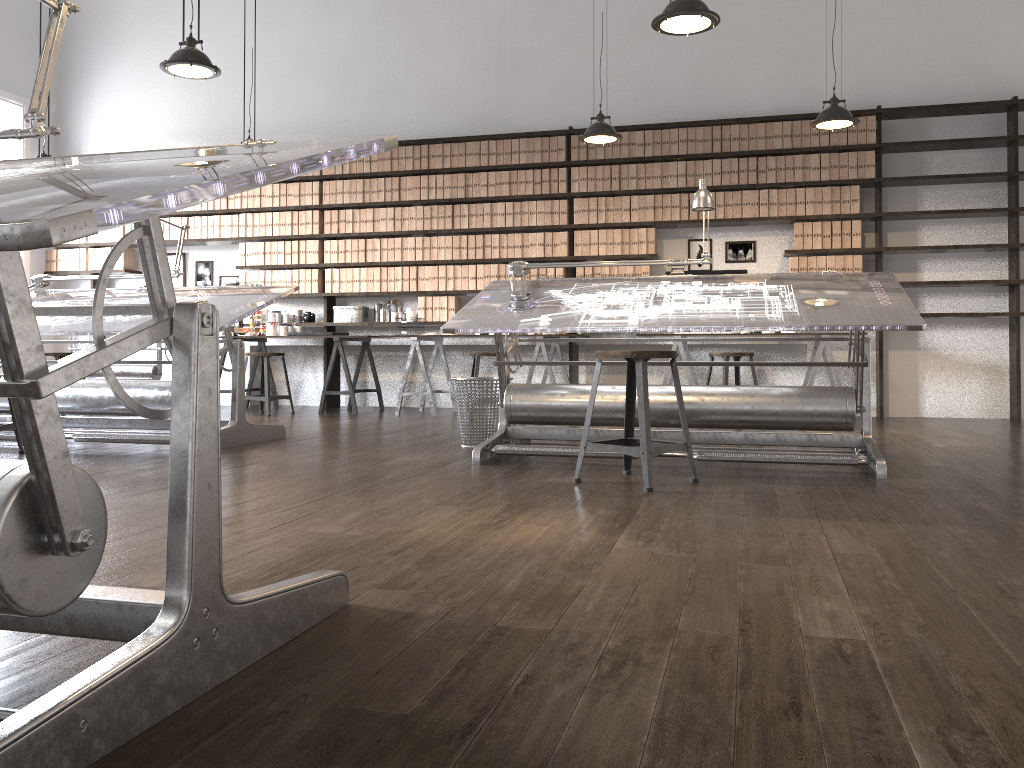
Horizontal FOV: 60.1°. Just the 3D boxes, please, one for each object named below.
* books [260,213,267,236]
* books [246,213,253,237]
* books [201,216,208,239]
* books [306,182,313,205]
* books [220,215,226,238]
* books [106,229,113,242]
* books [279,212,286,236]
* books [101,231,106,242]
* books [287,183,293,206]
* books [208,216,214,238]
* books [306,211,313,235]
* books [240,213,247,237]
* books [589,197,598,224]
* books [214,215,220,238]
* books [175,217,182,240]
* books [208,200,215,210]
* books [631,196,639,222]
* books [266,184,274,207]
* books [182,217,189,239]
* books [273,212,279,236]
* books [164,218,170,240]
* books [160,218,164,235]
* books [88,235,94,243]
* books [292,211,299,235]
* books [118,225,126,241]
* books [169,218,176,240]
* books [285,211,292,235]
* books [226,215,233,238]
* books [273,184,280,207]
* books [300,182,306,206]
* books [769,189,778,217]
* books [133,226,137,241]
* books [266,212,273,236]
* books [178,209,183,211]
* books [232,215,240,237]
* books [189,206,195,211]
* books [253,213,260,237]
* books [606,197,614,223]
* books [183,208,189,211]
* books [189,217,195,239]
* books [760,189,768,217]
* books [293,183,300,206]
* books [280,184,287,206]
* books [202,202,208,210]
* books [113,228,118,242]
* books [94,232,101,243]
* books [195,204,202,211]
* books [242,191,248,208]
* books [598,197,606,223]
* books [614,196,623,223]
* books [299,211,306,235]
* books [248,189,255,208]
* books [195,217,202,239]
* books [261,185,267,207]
[{"bbox_3d":[-2.335,-1.510,8.460,0.067,0.226,0.174,0,0,15],"label":"books"},{"bbox_3d":[-2.470,-1.511,8.494,0.067,0.226,0.174,0,0,15],"label":"books"},{"bbox_3d":[-2.944,-1.509,8.624,0.067,0.226,0.174,0,0,15],"label":"books"},{"bbox_3d":[-1.869,-1.774,8.337,0.067,0.226,0.174,0,0,15],"label":"books"},{"bbox_3d":[-2.746,-1.507,8.570,0.067,0.226,0.174,0,0,15],"label":"books"},{"bbox_3d":[-3.991,-1.526,8.905,0.067,0.226,0.174,0,0,15],"label":"books"},{"bbox_3d":[-2.136,-1.508,8.406,0.067,0.226,0.174,0,0,15],"label":"books"},{"bbox_3d":[-4.058,-1.526,8.924,0.067,0.226,0.174,0,0,15],"label":"books"},{"bbox_3d":[-2.060,-1.776,8.393,0.067,0.226,0.174,0,0,15],"label":"books"},{"bbox_3d":[-2.875,-1.508,8.606,0.067,0.226,0.174,0,0,15],"label":"books"},{"bbox_3d":[-1.871,-1.506,8.331,0.067,0.226,0.174,0,0,15],"label":"books"},{"bbox_3d":[-2.541,-1.512,8.509,0.067,0.226,0.174,0,0,15],"label":"books"},{"bbox_3d":[0.715,-1.481,7.635,0.067,0.226,0.174,0,0,15],"label":"books"},{"bbox_3d":[-2.812,-1.507,8.582,0.067,0.226,0.174,0,0,15],"label":"books"},{"bbox_3d":[-3.225,-1.511,8.700,0.067,0.226,0.174,0,0,15],"label":"books"},{"bbox_3d":[-2.879,-1.783,8.610,0.067,0.226,0.174,0,0,15],"label":"books"},{"bbox_3d":[1.058,-1.478,7.546,0.067,0.226,0.174,0,0,15],"label":"books"},{"bbox_3d":[-2.266,-1.778,8.444,0.067,0.226,0.174,0,0,15],"label":"books"},{"bbox_3d":[-3.155,-1.511,8.675,0.067,0.226,0.174,0,0,15],"label":"books"},{"bbox_3d":[-2.198,-1.509,8.421,0.067,0.226,0.174,0,0,15],"label":"books"},{"bbox_3d":[-3.351,-1.512,8.727,0.067,0.226,0.174,0,0,15],"label":"books"},{"bbox_3d":[-3.421,-1.513,8.746,0.067,0.226,0.174,0,0,15],"label":"books"},{"bbox_3d":[-4.197,-1.527,8.954,0.067,0.226,0.174,0,0,15],"label":"books"},{"bbox_3d":[-2.007,-1.507,8.372,0.067,0.226,0.174,0,0,15],"label":"books"},{"bbox_3d":[-3.859,-1.524,8.863,0.067,0.226,0.174,0,0,15],"label":"books"},{"bbox_3d":[-3.289,-1.512,8.715,0.067,0.226,0.174,0,0,15],"label":"books"},{"bbox_3d":[-2.073,-1.507,8.384,0.067,0.226,0.174,0,0,15],"label":"books"},{"bbox_3d":[-2.686,-1.506,8.552,0.067,0.226,0.174,0,0,15],"label":"books"},{"bbox_3d":[-2.197,-1.777,8.424,0.067,0.226,0.174,0,0,15],"label":"books"},{"bbox_3d":[-1.929,-1.775,8.355,0.067,0.226,0.174,0,0,15],"label":"books"},{"bbox_3d":[2.140,-1.468,7.255,0.067,0.226,0.174,0,0,15],"label":"books"},{"bbox_3d":[-3.693,-1.516,8.820,0.067,0.226,0.174,0,0,15],"label":"books"},{"bbox_3d":[-2.268,-1.509,8.438,0.067,0.226,0.174,0,0,15],"label":"books"},{"bbox_3d":[-3.215,-1.786,8.701,0.067,0.226,0.174,0,0,15],"label":"books"},{"bbox_3d":[-2.616,-1.506,8.531,0.067,0.226,0.174,0,0,15],"label":"books"},{"bbox_3d":[-3.080,-1.785,8.663,0.067,0.226,0.174,0,0,15],"label":"books"},{"bbox_3d":[-2.402,-1.511,8.480,0.067,0.226,0.174,0,0,15],"label":"books"},{"bbox_3d":[0.854,-1.480,7.605,0.067,0.226,0.174,0,0,15],"label":"books"},{"bbox_3d":[-3.147,-1.786,8.685,0.067,0.226,0.174,0,0,15],"label":"books"},{"bbox_3d":[-3.081,-1.510,8.661,0.067,0.226,0.174,0,0,15],"label":"books"},{"bbox_3d":[2.069,-1.468,7.271,0.067,0.226,0.174,0,0,15],"label":"books"},{"bbox_3d":[-1.995,-1.775,8.368,0.067,0.226,0.174,0,0,15],"label":"books"},{"bbox_3d":[-2.128,-1.776,8.409,0.067,0.226,0.174,0,0,15],"label":"books"},{"bbox_3d":[-2.942,-1.784,8.622,0.067,0.226,0.174,0,0,15],"label":"books"},{"bbox_3d":[-3.919,-1.525,8.884,0.067,0.226,0.174,0,0,15],"label":"books"},{"bbox_3d":[-4.126,-1.527,8.939,0.067,0.226,0.174,0,0,15],"label":"books"},{"bbox_3d":[-3.011,-1.784,8.641,0.067,0.226,0.174,0,0,15],"label":"books"},{"bbox_3d":[-2.525,-1.780,8.516,0.067,0.226,0.174,0,0,15],"label":"books"},{"bbox_3d":[0.786,-1.480,7.619,0.067,0.226,0.174,0,0,15],"label":"books"},{"bbox_3d":[0.921,-1.479,7.585,0.067,0.226,0.174,0,0,15],"label":"books"},{"bbox_3d":[-1.938,-1.507,8.354,0.067,0.226,0.174,0,0,15],"label":"books"},{"bbox_3d":[-2.456,-1.779,8.498,0.067,0.226,0.174,0,0,15],"label":"books"},{"bbox_3d":[-3.013,-1.509,8.638,0.067,0.226,0.174,0,0,15],"label":"books"},{"bbox_3d":[-2.327,-1.778,8.462,0.067,0.226,0.174,0,0,15],"label":"books"}]
